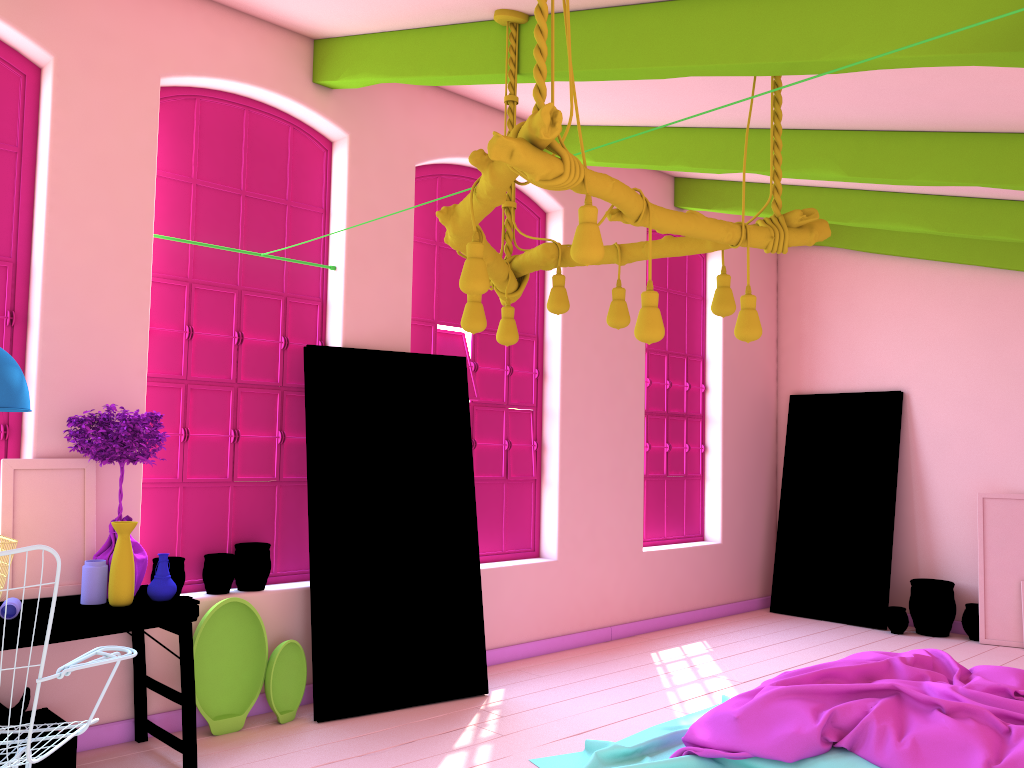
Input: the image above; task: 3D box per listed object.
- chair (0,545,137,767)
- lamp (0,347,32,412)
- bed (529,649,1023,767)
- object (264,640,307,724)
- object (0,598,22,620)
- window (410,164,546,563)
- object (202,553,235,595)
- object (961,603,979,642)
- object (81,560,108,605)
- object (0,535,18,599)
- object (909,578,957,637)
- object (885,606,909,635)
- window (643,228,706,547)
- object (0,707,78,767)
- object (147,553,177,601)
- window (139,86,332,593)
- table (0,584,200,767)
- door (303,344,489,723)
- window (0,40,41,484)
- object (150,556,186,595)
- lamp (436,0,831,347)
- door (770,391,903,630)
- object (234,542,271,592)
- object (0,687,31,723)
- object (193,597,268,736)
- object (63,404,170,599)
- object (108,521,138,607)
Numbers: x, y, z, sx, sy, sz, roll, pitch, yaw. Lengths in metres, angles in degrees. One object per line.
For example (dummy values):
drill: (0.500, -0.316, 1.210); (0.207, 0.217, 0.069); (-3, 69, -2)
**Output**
chair: (-1.947, 1.161, 3.227); (1.078, 1.237, 0.925); (2, -4, -9)
lamp: (-2.251, -0.895, 3.706); (0.529, 2.000, 0.529); (2, -4, -12)
bed: (2.290, 1.719, 4.693); (3.578, 0.513, 2.803); (5, -6, -44)
object: (-1.326, 1.693, 5.083); (0.137, 0.462, 0.284); (-1, -4, 31)
object: (-2.182, 0.978, 3.857); (0.076, 0.076, 0.137); (3, -4, -24)
window: (-0.300, -0.147, 6.727); (1.514, 3.007, 0.214); (5, -5, -44)
object: (-1.702, 1.101, 5.147); (0.182, 0.222, 0.182); (-1, -4, 29)
object: (4.054, 2.077, 7.720); (0.260, 0.306, 0.261); (2, -4, -11)
object: (-1.972, 0.934, 4.188); (0.109, 0.197, 0.109); (2, -4, -6)
object: (-2.531, 0.825, 3.848); (0.633, 0.369, 0.444); (5, -5, -44)
object: (3.758, 1.998, 7.928); (0.386, 0.470, 0.386); (1, -4, -1)
object: (3.444, 2.115, 7.928); (0.199, 0.234, 0.199); (0, -4, 14)
window: (1.483, 0.004, 8.419); (1.275, 3.045, 0.072); (5, -5, -44)
object: (-2.298, 1.684, 3.963); (0.522, 0.277, 0.446); (5, -6, -44)
object: (-1.686, 0.931, 4.279); (0.132, 0.219, 0.132); (3, -4, -27)
window: (-1.666, -0.282, 5.400); (1.275, 3.045, 0.072); (5, -5, -44)
table: (-2.508, 1.391, 3.741); (2.193, 0.820, 0.655); (5, -5, -44)
door: (-0.725, 0.873, 5.596); (1.154, 2.209, 0.450); (4, -4, -34)
window: (-3.052, -0.398, 4.077); (1.498, 3.001, 0.492); (5, -5, -44)
object: (-1.916, 1.082, 4.941); (0.182, 0.222, 0.182); (0, -4, 24)
lamp: (0.213, -1.246, 3.297); (1.611, 2.263, 1.777); (-1, -4, 28)
door: (3.151, 1.176, 8.651); (0.450, 2.209, 1.153); (5, -5, -44)
object: (-1.553, 1.090, 5.295); (0.223, 0.272, 0.223); (-1, -5, 34)
object: (-2.423, 1.582, 3.892); (0.300, 0.447, 0.672); (0, -4, 22)
object: (-1.611, 1.540, 4.918); (0.451, 0.733, 0.218); (5, -5, -44)
object: (-1.955, 0.572, 4.380); (0.441, 0.950, 0.503); (1, -4, 6)
object: (-1.814, 0.836, 4.133); (0.116, 0.382, 0.116); (0, -4, 20)
